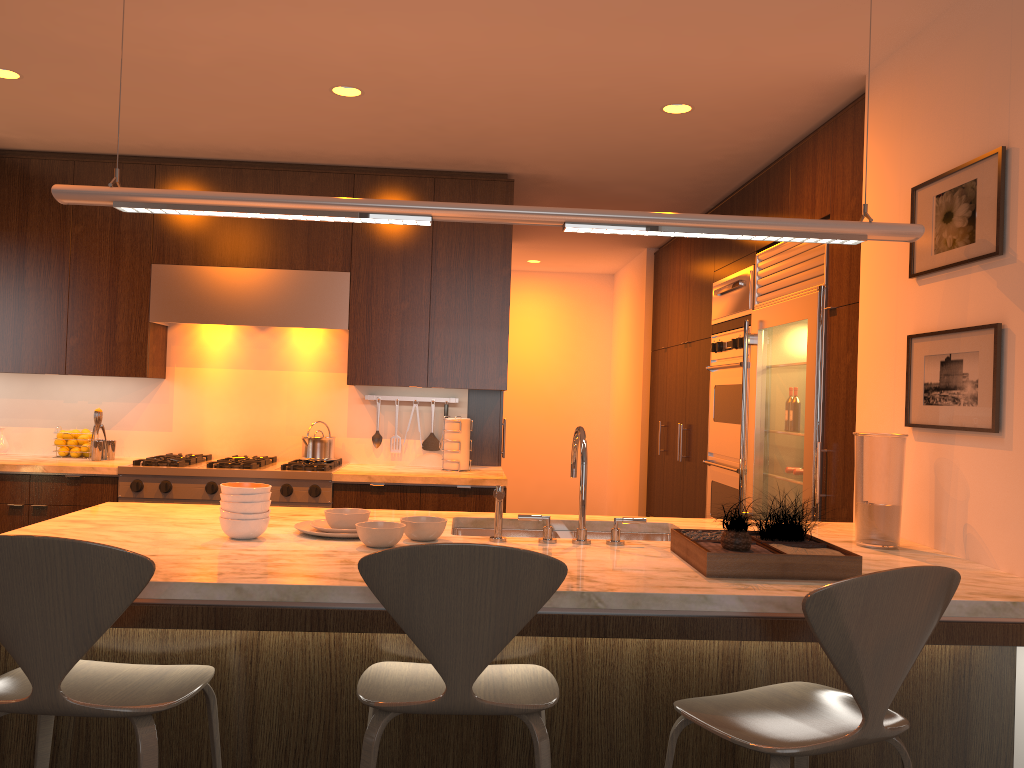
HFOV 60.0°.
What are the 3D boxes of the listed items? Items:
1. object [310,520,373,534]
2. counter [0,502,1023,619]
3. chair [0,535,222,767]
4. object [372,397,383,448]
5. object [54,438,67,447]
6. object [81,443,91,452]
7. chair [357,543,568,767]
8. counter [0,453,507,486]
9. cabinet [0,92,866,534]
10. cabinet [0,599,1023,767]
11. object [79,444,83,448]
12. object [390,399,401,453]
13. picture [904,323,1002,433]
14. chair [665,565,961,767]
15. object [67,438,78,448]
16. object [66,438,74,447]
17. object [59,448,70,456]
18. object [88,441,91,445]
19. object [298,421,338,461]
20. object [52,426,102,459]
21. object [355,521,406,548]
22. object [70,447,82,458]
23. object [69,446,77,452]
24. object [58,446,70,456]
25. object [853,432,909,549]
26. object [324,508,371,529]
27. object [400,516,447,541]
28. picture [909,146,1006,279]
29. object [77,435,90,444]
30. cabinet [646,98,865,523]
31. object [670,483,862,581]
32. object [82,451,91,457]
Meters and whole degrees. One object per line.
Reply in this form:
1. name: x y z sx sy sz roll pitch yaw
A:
1. object: -0.493 0.430 2.649 0.217 0.025 0.216 2 -1 14
2. counter: -0.049 0.477 2.581 2.711 0.038 1.280 2 -1 -3
3. chair: -0.913 0.810 1.899 0.520 1.047 0.506 2 -1 2
4. object: -0.779 0.226 5.151 0.061 0.296 0.020 2 -1 -4
5. object: -2.495 0.324 4.899 0.063 0.051 0.053 2 -1 -1
6. object: -2.361 0.355 4.914 0.052 0.054 0.061 2 -1 7
7. chair: -0.125 0.839 1.982 0.520 1.047 0.506 2 -1 -3
8. counter: -1.824 0.442 4.383 3.616 0.038 3.187 2 -1 -3
9. cabinet: -0.778 -0.141 3.266 5.521 2.997 7.728 2 -1 -3
10. cabinet: -0.065 0.934 2.574 2.713 0.876 1.281 2 -1 -3
11. object: -2.399 0.344 4.971 0.062 0.053 0.051 1 -1 38
12. object: -0.673 0.245 5.160 0.066 0.314 0.004 2 -1 -3
13. picture: 1.309 -0.013 2.659 0.012 0.300 0.496 2 -1 -3
14. chair: 0.616 0.863 1.865 0.520 1.047 0.506 2 -1 -28
15. object: -2.434 0.328 4.912 0.052 0.053 0.062 2 -1 2
16. object: -2.473 0.324 4.953 0.051 0.053 0.064 1 -1 33
17. object: -2.501 0.378 4.953 0.061 0.053 0.053 2 -1 -17
18. object: -2.371 0.348 4.983 0.051 0.055 0.061 2 -1 9
19. object: -1.096 0.318 5.029 0.221 0.218 0.221 2 -1 -18
20. object: -2.436 0.324 4.971 0.207 0.175 0.189 2 -1 -5
21. object: -0.361 0.416 2.435 0.139 0.059 0.138 2 -1 23
22. object: -2.418 0.380 4.917 0.064 0.063 0.074 3 -1 -40
23. object: -2.442 0.374 4.953 0.052 0.060 0.057 1 -1 36
24. object: -2.477 0.372 4.901 0.052 0.057 0.060 1 -1 32
25. object: 1.134 0.327 2.743 0.159 0.349 0.159 2 -1 -29
26. object: -0.492 0.409 2.649 0.139 0.059 0.138 2 -1 23
27. object: -0.257 0.421 2.570 0.139 0.059 0.138 2 -1 23
28. picture: 1.326 -0.498 2.668 0.012 0.298 0.493 2 -1 -3
29. object: -2.382 0.308 4.928 0.053 0.052 0.061 1 -1 43
30. cabinet: 1.525 0.197 5.288 0.690 2.540 3.924 2 -1 -3
31. object: 0.713 0.367 2.405 0.497 0.231 0.503 2 -1 -3
32. object: -2.372 0.384 4.953 0.063 0.053 0.051 1 -1 38
